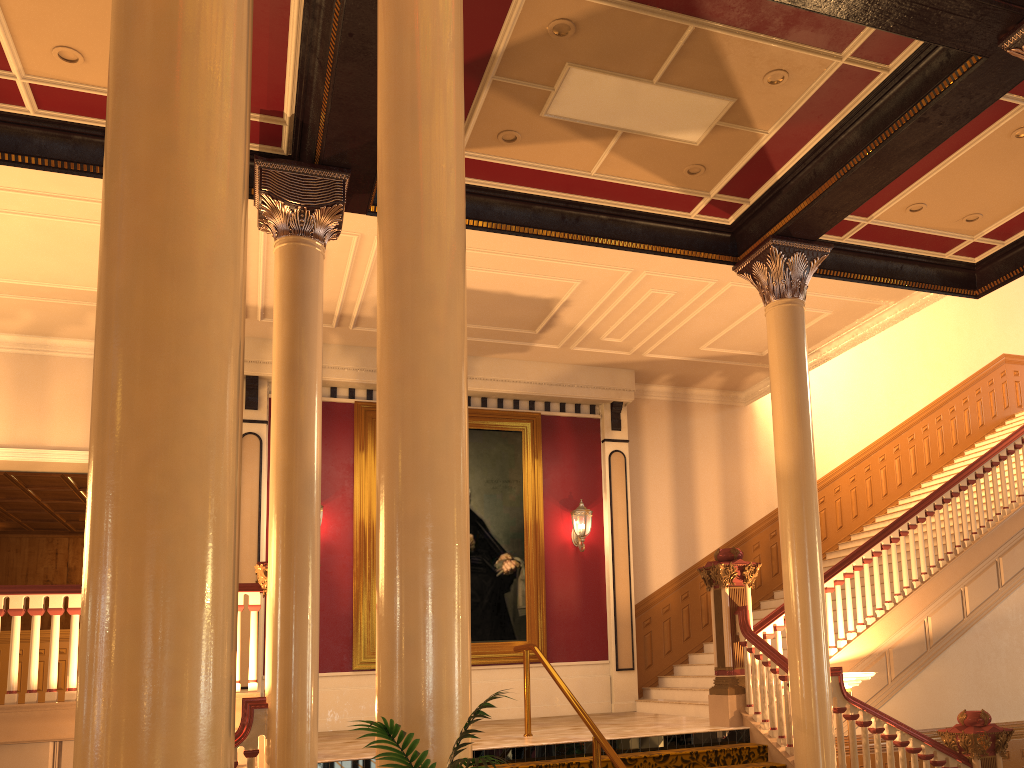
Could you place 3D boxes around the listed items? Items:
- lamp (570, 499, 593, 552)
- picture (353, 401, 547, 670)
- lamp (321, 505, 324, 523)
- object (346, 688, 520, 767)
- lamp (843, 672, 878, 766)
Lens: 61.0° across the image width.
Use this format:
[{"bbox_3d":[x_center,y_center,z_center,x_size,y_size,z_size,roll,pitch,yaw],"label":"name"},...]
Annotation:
[{"bbox_3d":[0.950,1.950,11.959,0.326,0.711,0.396,1,-11,-18],"label":"lamp"},{"bbox_3d":[-0.780,1.968,11.461,2.612,3.363,0.055,2,-9,-20],"label":"picture"},{"bbox_3d":[-2.485,1.693,10.695,0.326,0.711,0.396,1,-11,-18],"label":"lamp"},{"bbox_3d":[-0.134,1.913,2.327,1.120,2.096,1.026,4,-12,-30],"label":"object"},{"bbox_3d":[3.219,3.737,8.176,0.580,1.961,0.595,-2,-9,-1],"label":"lamp"}]
